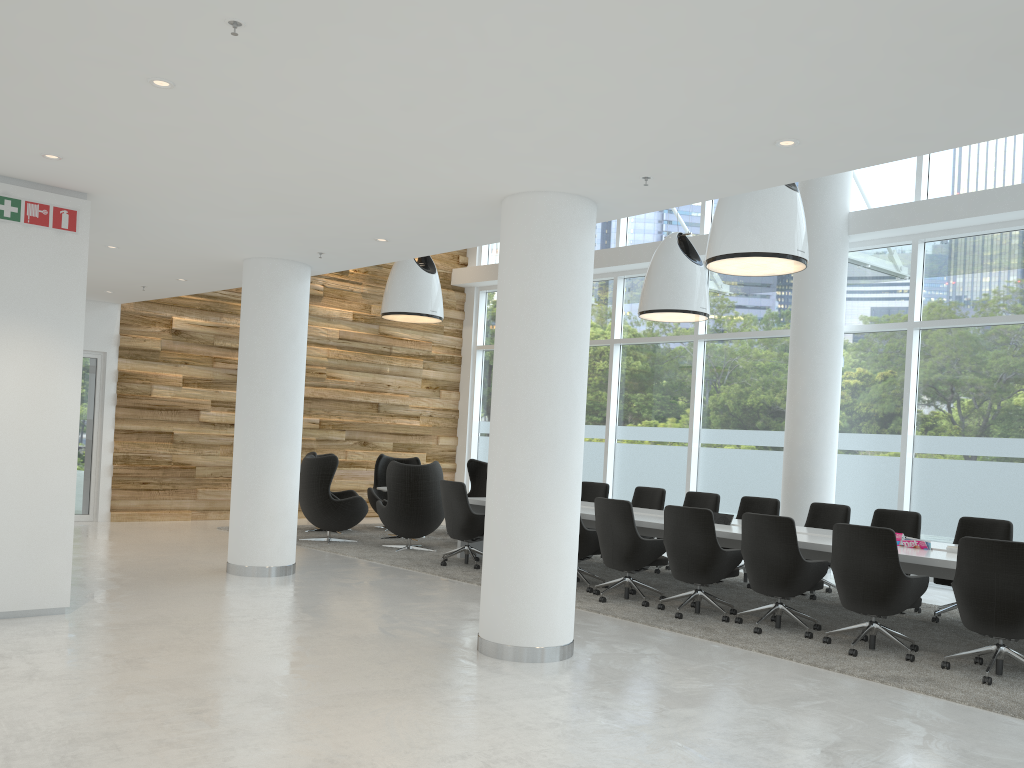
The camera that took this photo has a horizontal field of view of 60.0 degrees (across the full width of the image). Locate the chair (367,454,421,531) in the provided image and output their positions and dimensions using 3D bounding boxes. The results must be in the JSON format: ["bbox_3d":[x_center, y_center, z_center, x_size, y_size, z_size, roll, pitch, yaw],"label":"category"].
[{"bbox_3d":[-1.774,1.661,13.621,0.915,1.152,0.917,4,-1,-23],"label":"chair"}]

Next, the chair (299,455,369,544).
[{"bbox_3d":[-2.353,1.502,11.676,0.912,1.152,0.919,2,-2,37],"label":"chair"}]

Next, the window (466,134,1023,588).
[{"bbox_3d":[-13.158,-2.323,0.408,62.903,6.138,30.864,3,-4,-4],"label":"window"}]

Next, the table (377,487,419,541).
[{"bbox_3d":[-1.515,1.823,12.468,0.800,0.696,0.799,4,-2,-19],"label":"table"}]

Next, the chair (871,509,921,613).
[{"bbox_3d":[3.660,1.726,8.720,0.675,0.966,0.684,4,-2,-44],"label":"chair"}]

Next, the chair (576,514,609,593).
[{"bbox_3d":[0.621,1.577,8.958,0.675,0.966,0.684,4,-2,-44],"label":"chair"}]

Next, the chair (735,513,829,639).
[{"bbox_3d":[2.218,1.557,7.329,0.675,0.966,0.684,4,-2,-44],"label":"chair"}]

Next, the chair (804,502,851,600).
[{"bbox_3d":[3.183,1.740,9.316,0.675,0.966,0.684,4,-1,-39],"label":"chair"}]

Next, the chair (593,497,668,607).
[{"bbox_3d":[1.099,1.564,8.363,0.675,0.966,0.684,4,-1,-39],"label":"chair"}]

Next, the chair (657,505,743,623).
[{"bbox_3d":[1.652,1.557,7.806,0.684,0.966,0.675,2,-1,41],"label":"chair"}]

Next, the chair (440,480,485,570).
[{"bbox_3d":[-0.505,1.593,10.139,0.675,0.966,0.684,4,-1,-39],"label":"chair"}]

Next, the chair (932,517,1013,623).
[{"bbox_3d":[4.230,1.719,8.132,0.675,0.966,0.684,4,-2,-44],"label":"chair"}]

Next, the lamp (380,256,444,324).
[{"bbox_3d":[-1.303,-2.727,12.422,0.884,3.646,0.884,3,0,-5],"label":"lamp"}]

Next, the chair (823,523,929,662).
[{"bbox_3d":[2.744,1.545,6.707,0.675,0.966,0.684,4,-2,-44],"label":"chair"}]

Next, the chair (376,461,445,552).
[{"bbox_3d":[-1.261,1.540,11.348,0.915,1.152,0.917,4,-1,-23],"label":"chair"}]

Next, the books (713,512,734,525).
[{"bbox_3d":[2.061,1.426,9.018,0.139,0.229,0.356,4,-2,-43],"label":"books"}]

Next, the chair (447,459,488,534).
[{"bbox_3d":[-0.615,1.707,13.359,0.912,1.152,0.919,2,-2,37],"label":"chair"}]

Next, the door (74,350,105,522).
[{"bbox_3d":[-6.522,0.676,11.996,1.809,2.401,0.132,4,-1,-41],"label":"door"}]

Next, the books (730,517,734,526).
[{"bbox_3d":[2.058,1.446,9.043,0.158,0.241,0.352,4,-2,-43],"label":"books"}]

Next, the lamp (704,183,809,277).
[{"bbox_3d":[2.230,-2.842,7.752,0.884,3.646,0.884,3,0,2],"label":"lamp"}]

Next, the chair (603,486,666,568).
[{"bbox_3d":[1.537,1.759,10.972,0.675,0.966,0.684,4,-2,-44],"label":"chair"}]

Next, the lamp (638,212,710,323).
[{"bbox_3d":[2.094,-2.639,10.953,0.884,3.646,0.884,3,0,0],"label":"lamp"}]

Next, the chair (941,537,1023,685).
[{"bbox_3d":[3.369,1.538,6.094,0.684,0.966,0.675,2,-1,41],"label":"chair"}]

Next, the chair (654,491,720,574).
[{"bbox_3d":[2.063,1.747,10.350,0.675,0.966,0.684,4,-2,-44],"label":"chair"}]

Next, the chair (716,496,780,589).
[{"bbox_3d":[2.629,1.746,9.873,0.684,0.966,0.675,2,-1,41],"label":"chair"}]

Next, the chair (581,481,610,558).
[{"bbox_3d":[0.912,1.765,11.585,0.684,0.966,0.675,2,-1,41],"label":"chair"}]

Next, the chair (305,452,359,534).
[{"bbox_3d":[-2.618,1.562,12.817,0.917,1.152,0.915,3,-1,7],"label":"chair"}]

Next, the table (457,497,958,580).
[{"bbox_3d":[2.142,1.771,8.852,1.504,0.739,6.547,6,-5,-43],"label":"table"}]

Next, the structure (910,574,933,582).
[{"bbox_3d":[5.210,2.299,10.300,0.150,0.213,2.686,4,-3,-41],"label":"structure"}]

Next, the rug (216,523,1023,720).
[{"bbox_3d":[1.778,2.131,8.994,3.950,0.010,13.430,7,-5,-43],"label":"rug"}]

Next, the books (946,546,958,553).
[{"bbox_3d":[3.647,1.427,7.192,0.144,0.226,0.203,4,-2,-44],"label":"books"}]

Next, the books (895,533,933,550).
[{"bbox_3d":[3.354,1.428,7.595,0.231,0.275,0.597,4,-3,-23],"label":"books"}]
